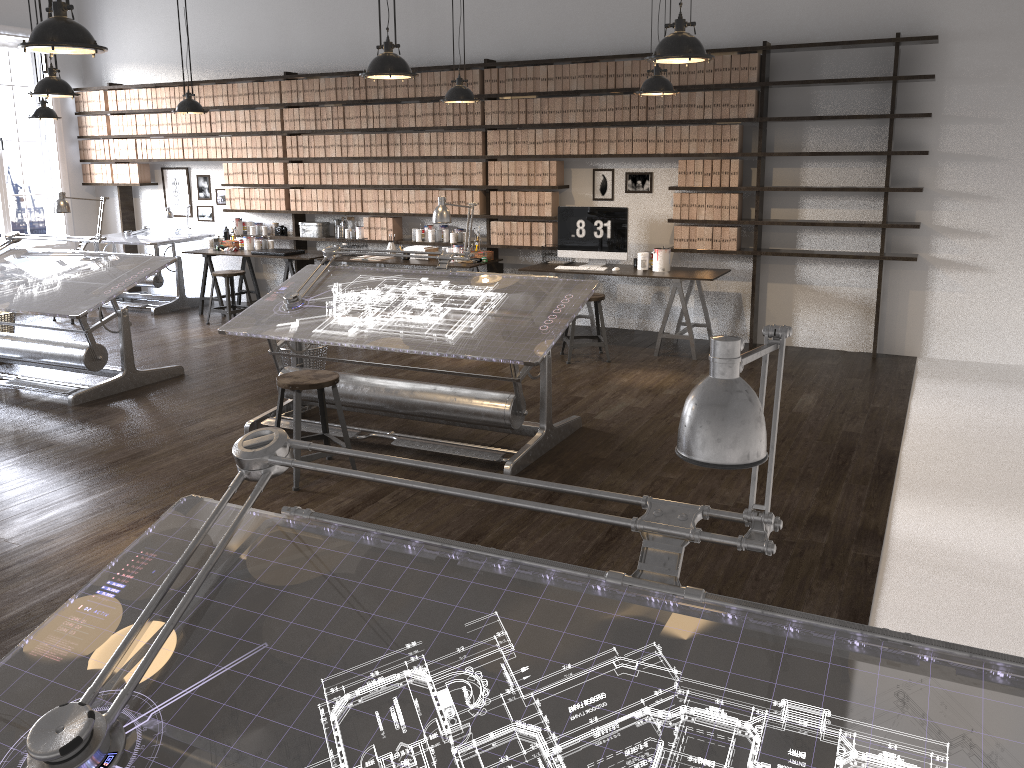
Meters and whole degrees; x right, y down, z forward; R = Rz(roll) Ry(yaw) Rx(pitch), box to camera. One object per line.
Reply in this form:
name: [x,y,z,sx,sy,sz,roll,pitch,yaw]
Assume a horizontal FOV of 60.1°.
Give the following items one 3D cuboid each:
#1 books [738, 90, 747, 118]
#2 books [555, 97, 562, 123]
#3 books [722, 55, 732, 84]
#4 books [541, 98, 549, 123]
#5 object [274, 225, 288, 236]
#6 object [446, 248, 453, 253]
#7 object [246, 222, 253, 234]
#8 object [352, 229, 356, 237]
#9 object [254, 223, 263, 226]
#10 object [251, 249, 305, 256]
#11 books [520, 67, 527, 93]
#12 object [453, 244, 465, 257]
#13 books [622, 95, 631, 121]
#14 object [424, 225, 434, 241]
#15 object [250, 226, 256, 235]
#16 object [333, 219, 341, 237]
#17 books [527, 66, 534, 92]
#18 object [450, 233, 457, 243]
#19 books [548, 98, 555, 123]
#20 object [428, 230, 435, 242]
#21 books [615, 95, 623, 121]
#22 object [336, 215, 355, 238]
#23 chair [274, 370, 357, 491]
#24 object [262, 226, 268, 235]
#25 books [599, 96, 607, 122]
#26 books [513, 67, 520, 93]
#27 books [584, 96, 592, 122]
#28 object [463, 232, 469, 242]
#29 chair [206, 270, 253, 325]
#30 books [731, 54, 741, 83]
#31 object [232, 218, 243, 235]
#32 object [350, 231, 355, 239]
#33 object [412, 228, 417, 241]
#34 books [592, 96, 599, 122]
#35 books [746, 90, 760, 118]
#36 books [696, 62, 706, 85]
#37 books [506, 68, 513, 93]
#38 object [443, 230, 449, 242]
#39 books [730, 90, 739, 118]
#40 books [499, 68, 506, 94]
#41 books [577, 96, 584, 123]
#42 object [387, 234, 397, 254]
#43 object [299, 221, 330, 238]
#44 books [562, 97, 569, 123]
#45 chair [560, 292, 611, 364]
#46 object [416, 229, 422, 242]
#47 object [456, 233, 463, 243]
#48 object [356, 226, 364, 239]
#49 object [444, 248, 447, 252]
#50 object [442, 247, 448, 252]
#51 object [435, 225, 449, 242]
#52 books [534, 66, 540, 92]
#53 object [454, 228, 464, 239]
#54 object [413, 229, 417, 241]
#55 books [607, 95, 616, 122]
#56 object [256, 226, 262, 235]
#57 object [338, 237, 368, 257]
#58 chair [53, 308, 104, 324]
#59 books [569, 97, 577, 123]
books: [1.892,-2.265,7.189,0.067,0.223,0.176,5,14,25]
books: [0.449,-2.428,7.878,0.067,0.223,0.176,5,14,25]
books: [1.759,-2.549,7.195,0.067,0.223,0.176,5,14,25]
books: [0.327,-2.444,7.943,0.067,0.223,0.176,5,14,25]
object: [-2.495,-1.648,9.514,0.171,0.107,0.092,6,14,26]
object: [-0.589,-1.233,8.376,0.062,0.093,0.062,-4,13,-14]
object: [-2.887,-1.720,9.752,0.070,0.129,0.071,-6,14,-25]
object: [-1.628,-1.559,9.169,0.062,0.092,0.064,-3,13,-11]
object: [-2.784,-1.709,9.747,0.094,0.127,0.095,-9,15,-33]
object: [-2.366,-1.332,8.964,0.446,0.033,0.315,6,16,25]
books: [0.141,-2.733,7.975,0.067,0.223,0.176,5,14,25]
object: [-0.496,-1.237,8.313,0.105,0.140,0.105,8,15,33]
books: [1.007,-2.366,7.613,0.067,0.223,0.176,5,14,25]
object: [-0.818,-1.488,8.754,0.095,0.160,0.095,4,13,22]
object: [-2.820,-1.670,9.645,0.062,0.093,0.062,2,13,12]
object: [-1.836,-1.639,9.328,0.079,0.186,0.079,1,12,5]
books: [0.199,-2.725,7.941,0.067,0.223,0.176,5,14,25]
object: [-0.565,-1.406,8.529,0.062,0.095,0.062,-8,15,-31]
books: [0.391,-2.436,7.912,0.067,0.223,0.176,5,14,25]
object: [-0.783,-1.443,8.642,0.062,0.118,0.062,-2,12,-5]
books: [0.949,-2.371,7.637,0.067,0.223,0.176,5,14,25]
object: [-1.743,-1.654,9.188,0.181,0.269,0.158,2,13,10]
chair: [-1.033,0.219,4.544,0.360,0.522,0.374,-9,15,-34]
object: [-2.685,-1.665,9.621,0.062,0.093,0.062,2,13,12]
books: [0.820,-2.387,7.702,0.067,0.223,0.176,5,14,25]
books: [0.077,-2.740,8.006,0.067,0.223,0.176,5,14,25]
books: [0.696,-2.401,7.764,0.067,0.223,0.176,5,14,25]
object: [-0.447,-1.425,8.598,0.062,0.095,0.062,-8,15,-31]
chair: [-2.792,-0.851,8.788,0.373,0.522,0.361,8,15,34]
books: [1.827,-2.541,7.164,0.067,0.223,0.176,5,14,25]
object: [-3.013,-1.731,9.728,0.107,0.175,0.108,6,14,27]
object: [-1.597,-1.547,9.136,0.062,0.092,0.182,10,17,39]
object: [-0.965,-1.489,8.826,0.062,0.118,0.062,-6,13,-22]
books: [0.759,-2.395,7.736,0.067,0.223,0.176,5,14,25]
books: [1.947,-2.258,7.160,0.067,0.223,0.176,5,14,25]
books: [1.572,-2.570,7.284,0.067,0.223,0.176,5,14,25]
books: [0.012,-2.747,8.033,0.067,0.223,0.176,5,14,25]
object: [-0.646,-1.447,8.651,0.062,0.118,0.062,-2,12,-5]
books: [1.830,-2.271,7.214,0.067,0.223,0.176,5,14,25]
books: [-0.050,-2.755,8.068,0.067,0.223,0.176,5,14,25]
books: [0.631,-2.408,7.791,0.067,0.223,0.176,5,14,25]
object: [-1.191,-1.376,8.747,0.101,0.207,0.102,-5,13,-18]
object: [-2.085,-1.632,9.354,0.317,0.151,0.194,6,15,25]
books: [0.511,-2.422,7.853,0.067,0.223,0.176,5,14,25]
chair: [0.590,-0.454,7.115,0.358,0.522,0.375,-2,13,-5]
object: [-0.914,-1.457,8.701,0.062,0.118,0.062,-4,13,-14]
object: [-0.505,-1.414,8.559,0.063,0.094,0.063,-8,15,-31]
object: [-1.550,-1.547,9.068,0.095,0.127,0.095,8,15,32]
object: [-0.619,-1.249,8.438,0.063,0.092,0.063,-6,14,-22]
object: [-0.640,-1.265,8.501,0.062,0.093,0.062,-6,14,-22]
object: [-0.697,-1.477,8.708,0.094,0.160,0.207,6,15,27]
books: [0.261,-2.719,7.916,0.067,0.223,0.176,5,14,25]
object: [-0.518,-1.459,8.680,0.094,0.128,0.096,2,13,13]
object: [-0.945,-1.473,8.764,0.063,0.117,0.063,-6,13,-22]
books: [0.884,-2.379,7.668,0.067,0.223,0.176,5,14,25]
object: [-2.752,-1.666,9.629,0.062,0.092,0.064,2,13,12]
object: [-1.579,-1.363,8.803,0.204,0.159,0.286,6,15,25]
chair: [-4.454,-0.904,9.052,0.373,0.522,0.361,8,15,34]
books: [0.566,-2.416,7.824,0.067,0.223,0.176,5,14,25]
